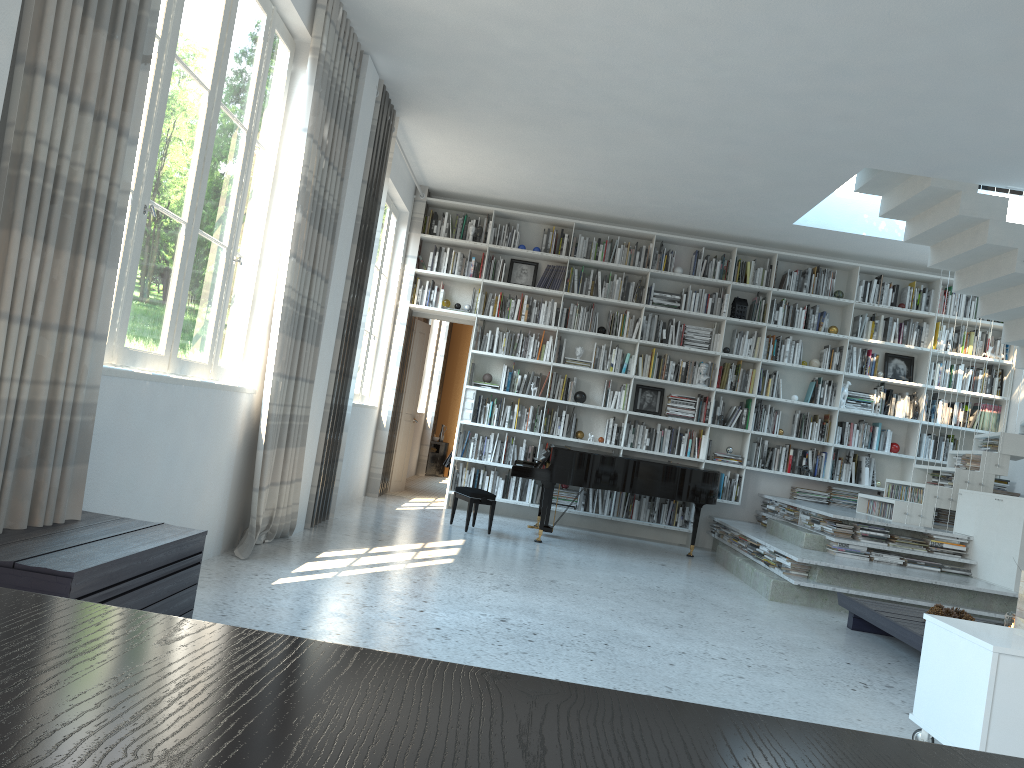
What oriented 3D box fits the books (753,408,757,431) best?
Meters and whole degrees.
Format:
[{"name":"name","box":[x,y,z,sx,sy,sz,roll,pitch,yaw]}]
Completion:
[{"name":"books","box":[2.505,0.373,9.209,0.011,0.239,0.136,9,-2,2]}]

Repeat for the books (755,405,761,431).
[{"name":"books","box":[2.534,0.356,9.194,0.006,0.281,0.155,9,-2,2]}]

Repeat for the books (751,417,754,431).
[{"name":"books","box":[2.481,0.355,9.191,0.010,0.266,0.158,9,-2,2]}]

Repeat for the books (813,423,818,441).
[{"name":"books","box":[3.112,0.497,9.168,0.019,0.183,0.190,9,-2,2]}]

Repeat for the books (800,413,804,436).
[{"name":"books","box":[2.975,0.436,9.188,0.015,0.262,0.149,9,-2,2]}]

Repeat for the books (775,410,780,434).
[{"name":"books","box":[2.733,0.398,9.192,0.014,0.261,0.142,9,-2,2]}]

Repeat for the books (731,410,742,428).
[{"name":"books","box":[2.311,0.363,9.202,0.091,0.205,0.169,9,-2,2]}]

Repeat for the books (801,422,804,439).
[{"name":"books","box":[3.003,0.468,9.205,0.031,0.208,0.122,9,-2,2]}]

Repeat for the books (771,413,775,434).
[{"name":"books","box":[2.691,0.411,9.201,0.008,0.222,0.134,9,-2,2]}]

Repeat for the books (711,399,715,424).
[{"name":"books","box":[2.066,0.291,9.218,0.024,0.263,0.154,9,-2,2]}]

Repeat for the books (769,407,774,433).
[{"name":"books","box":[2.676,0.377,9.202,0.006,0.285,0.159,9,-2,2]}]

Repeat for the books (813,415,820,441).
[{"name":"books","box":[3.131,0.454,9.173,0.006,0.274,0.173,9,-2,2]}]

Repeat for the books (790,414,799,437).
[{"name":"books","box":[2.927,0.433,9.190,0.019,0.251,0.130,9,-2,2]}]

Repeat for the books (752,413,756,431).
[{"name":"books","box":[2.488,0.396,9.200,0.015,0.188,0.168,9,-2,2]}]

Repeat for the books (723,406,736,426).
[{"name":"books","box":[2.237,0.338,9.187,0.095,0.228,0.190,9,-2,2]}]

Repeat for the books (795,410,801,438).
[{"name":"books","box":[2.947,0.418,9.203,0.016,0.289,0.131,9,-2,2]}]

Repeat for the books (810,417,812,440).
[{"name":"books","box":[3.078,0.461,9.194,0.030,0.244,0.135,9,-2,2]}]

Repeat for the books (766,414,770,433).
[{"name":"books","box":[2.638,0.412,9.197,0.013,0.203,0.167,9,-2,2]}]

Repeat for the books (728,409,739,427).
[{"name":"books","box":[2.279,0.354,9.206,0.090,0.212,0.143,9,-2,2]}]

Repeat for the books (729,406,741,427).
[{"name":"books","box":[2.297,0.342,9.204,0.094,0.238,0.149,9,-2,2]}]

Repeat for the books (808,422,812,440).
[{"name":"books","box":[3.055,0.488,9.164,0.018,0.182,0.182,9,-2,2]}]

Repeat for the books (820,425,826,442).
[{"name":"books","box":[3.188,0.509,9.155,0.016,0.180,0.189,9,-2,2]}]

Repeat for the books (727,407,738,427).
[{"name":"books","box":[2.270,0.345,9.211,0.095,0.226,0.144,9,-2,2]}]

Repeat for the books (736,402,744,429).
[{"name":"books","box":[2.368,0.328,9.206,0.013,0.285,0.139,9,-2,2]}]

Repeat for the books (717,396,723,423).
[{"name":"books","box":[2.142,0.281,9.208,0.013,0.306,0.141,9,-2,2]}]

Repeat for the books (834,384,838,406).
[{"name":"books","box":[3.329,0.128,9.180,0.010,0.245,0.158,9,-2,2]}]

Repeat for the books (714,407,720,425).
[{"name":"books","box":[2.113,0.334,9.191,0.027,0.192,0.182,9,-2,2]}]

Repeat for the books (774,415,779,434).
[{"name":"books","box":[2.715,0.422,9.187,0.014,0.207,0.180,9,-2,2]}]

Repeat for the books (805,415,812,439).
[{"name":"books","box":[3.042,0.451,9.166,0.018,0.251,0.184,9,-2,2]}]

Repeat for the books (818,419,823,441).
[{"name":"books","box":[3.175,0.483,9.183,0.021,0.231,0.155,9,-2,2]}]

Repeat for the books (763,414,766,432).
[{"name":"books","box":[2.593,0.397,9.188,0.013,0.218,0.161,9,-2,2]}]

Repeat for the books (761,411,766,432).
[{"name":"books","box":[2.582,0.391,9.176,0.011,0.226,0.188,9,-2,2]}]

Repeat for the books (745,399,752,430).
[{"name":"books","box":[2.434,0.318,9.193,0.014,0.325,0.183,9,-2,2]}]

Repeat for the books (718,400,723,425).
[{"name":"books","box":[2.152,0.304,9.216,0.012,0.266,0.157,9,-2,2]}]

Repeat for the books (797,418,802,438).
[{"name":"books","box":[2.956,0.455,9.174,0.016,0.215,0.178,9,-2,2]}]

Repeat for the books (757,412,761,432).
[{"name":"books","box":[2.537,0.396,9.200,0.013,0.204,0.154,9,-2,2]}]

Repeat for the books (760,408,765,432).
[{"name":"books","box":[2.572,0.378,9.187,0.013,0.248,0.165,9,-2,2]}]

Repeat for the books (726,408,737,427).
[{"name":"books","box":[2.252,0.349,9.191,0.089,0.210,0.176,9,-2,2]}]

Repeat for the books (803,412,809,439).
[{"name":"books","box":[3.033,0.433,9.193,0.007,0.285,0.159,9,-2,2]}]

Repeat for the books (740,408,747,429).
[{"name":"books","box":[2.384,0.361,9.184,0.029,0.223,0.171,9,-2,2]}]

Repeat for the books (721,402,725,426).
[{"name":"books","box":[2.174,0.316,9.216,0.035,0.248,0.141,9,-2,2]}]

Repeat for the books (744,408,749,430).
[{"name":"books","box":[2.409,0.364,9.195,0.021,0.226,0.148,9,-2,2]}]

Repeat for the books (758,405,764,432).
[{"name":"books","box":[2.565,0.360,9.186,0.005,0.283,0.159,9,-2,2]}]

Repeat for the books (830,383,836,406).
[{"name":"books","box":[3.297,0.119,9.175,0.011,0.252,0.169,9,-2,2]}]

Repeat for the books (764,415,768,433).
[{"name":"books","box":[2.603,0.415,9.183,0.013,0.186,0.184,9,-2,2]}]

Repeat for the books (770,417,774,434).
[{"name":"books","box":[2.677,0.431,9.199,0.013,0.179,0.140,9,-2,2]}]

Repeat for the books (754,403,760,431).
[{"name":"books","box":[2.523,0.347,9.196,0.018,0.295,0.177,9,-2,2]}]

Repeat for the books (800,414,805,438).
[{"name":"books","box":[2.987,0.439,9.187,0.008,0.259,0.158,9,-2,2]}]

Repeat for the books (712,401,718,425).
[{"name":"books","box":[2.091,0.300,9.213,0.028,0.253,0.142,9,-2,2]}]

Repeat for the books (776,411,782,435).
[{"name":"books","box":[2.746,0.405,9.192,0.013,0.251,0.173,9,-2,2]}]

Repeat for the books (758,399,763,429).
[{"name":"books","box":[2.558,0.330,9.211,0.007,0.342,0.149,9,-2,2]}]

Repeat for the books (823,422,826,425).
[{"name":"books","box":[3.207,0.501,9.183,0.016,0.205,0.141,9,-2,2]}]

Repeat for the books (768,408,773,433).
[{"name":"books","box":[2.654,0.382,9.187,0.012,0.267,0.183,9,-2,2]}]

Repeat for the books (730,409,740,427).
[{"name":"books","box":[2.299,0.355,9.213,0.090,0.215,0.139,9,-2,2]}]

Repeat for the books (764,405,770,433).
[{"name":"books","box":[2.625,0.362,9.183,0.014,0.297,0.175,9,-2,2]}]

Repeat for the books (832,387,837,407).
[{"name":"books","box":[3.311,0.143,9.189,0.023,0.212,0.164,9,-2,2]}]

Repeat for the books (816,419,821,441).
[{"name":"books","box":[3.139,0.478,9.171,0.018,0.229,0.182,9,-2,2]}]

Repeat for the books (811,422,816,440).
[{"name":"books","box":[3.096,0.488,9.173,0.015,0.195,0.175,9,-2,2]}]

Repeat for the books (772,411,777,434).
[{"name":"books","box":[2.703,0.405,9.191,0.015,0.238,0.176,9,-2,2]}]
